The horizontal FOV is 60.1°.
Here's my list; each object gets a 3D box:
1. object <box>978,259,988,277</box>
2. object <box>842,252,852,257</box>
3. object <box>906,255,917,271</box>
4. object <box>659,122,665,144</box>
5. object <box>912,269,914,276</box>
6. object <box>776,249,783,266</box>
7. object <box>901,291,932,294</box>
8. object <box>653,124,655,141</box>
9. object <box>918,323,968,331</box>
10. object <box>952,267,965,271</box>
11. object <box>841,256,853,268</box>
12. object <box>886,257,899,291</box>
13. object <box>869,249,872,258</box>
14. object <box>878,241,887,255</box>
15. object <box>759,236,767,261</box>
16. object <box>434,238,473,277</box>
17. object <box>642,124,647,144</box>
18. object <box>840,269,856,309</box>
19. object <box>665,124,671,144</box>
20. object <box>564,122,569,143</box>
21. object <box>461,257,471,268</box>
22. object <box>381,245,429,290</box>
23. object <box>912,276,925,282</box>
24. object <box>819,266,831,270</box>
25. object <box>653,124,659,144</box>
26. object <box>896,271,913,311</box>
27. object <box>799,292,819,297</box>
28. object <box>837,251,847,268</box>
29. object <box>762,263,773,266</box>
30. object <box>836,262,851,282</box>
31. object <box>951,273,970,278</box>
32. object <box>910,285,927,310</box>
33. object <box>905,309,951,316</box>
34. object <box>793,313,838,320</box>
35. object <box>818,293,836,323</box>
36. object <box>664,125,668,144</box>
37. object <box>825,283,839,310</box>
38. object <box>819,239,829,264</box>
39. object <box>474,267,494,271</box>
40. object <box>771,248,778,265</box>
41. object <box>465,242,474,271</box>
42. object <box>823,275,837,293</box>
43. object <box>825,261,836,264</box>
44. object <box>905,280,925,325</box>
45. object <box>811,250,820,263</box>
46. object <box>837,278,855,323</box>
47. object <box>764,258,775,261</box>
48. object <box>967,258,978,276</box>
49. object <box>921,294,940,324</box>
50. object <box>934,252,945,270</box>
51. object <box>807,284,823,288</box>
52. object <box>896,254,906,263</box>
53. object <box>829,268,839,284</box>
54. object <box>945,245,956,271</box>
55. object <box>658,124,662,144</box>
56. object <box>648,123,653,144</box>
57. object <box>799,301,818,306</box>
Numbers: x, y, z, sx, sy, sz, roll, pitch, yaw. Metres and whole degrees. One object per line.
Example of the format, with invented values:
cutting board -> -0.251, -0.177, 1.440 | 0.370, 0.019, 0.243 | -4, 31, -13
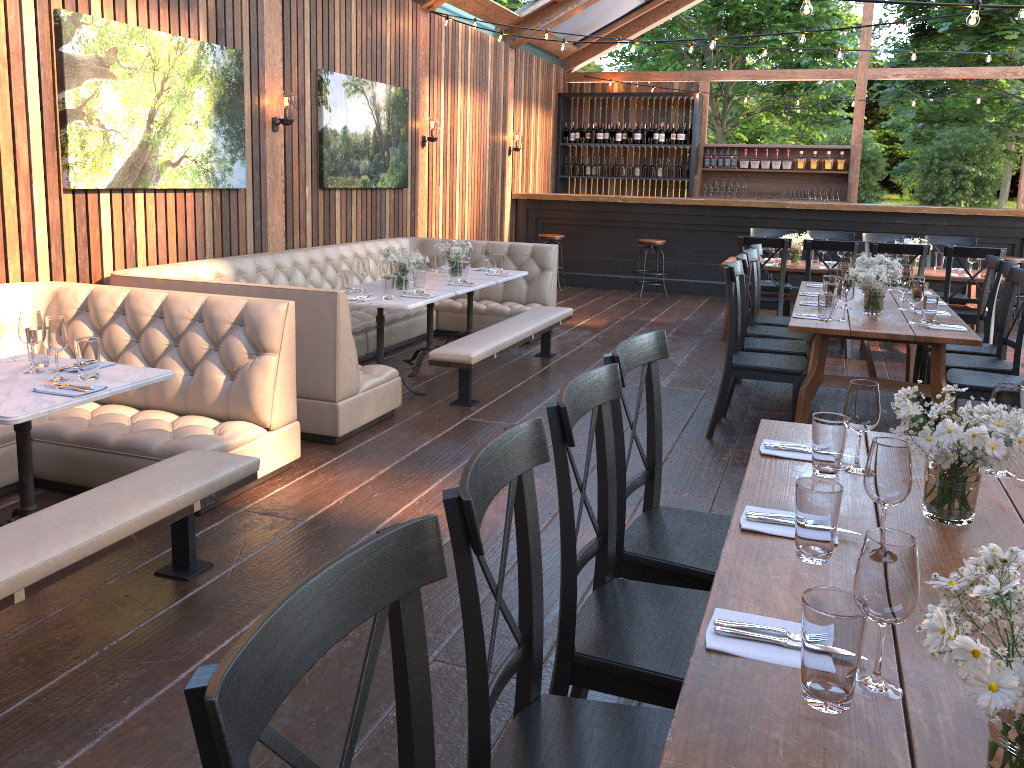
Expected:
object -> 4.162, -1.024, 7.815 | 0.092, 0.156, 0.092 | -8, 14, -43
object -> 3.100, -1.140, 8.185 | 0.092, 0.156, 0.092 | -8, 14, -43
object -> 3.614, -1.086, 8.014 | 0.092, 0.156, 0.092 | -8, 14, -43
object -> 2.308, -3.853, 13.609 | 0.087, 0.331, 0.088 | 2, 10, -1
object -> 2.949, -0.778, 6.611 | 0.092, 0.156, 0.092 | -8, 14, -43
object -> 2.544, -1.198, 8.372 | 0.092, 0.156, 0.092 | -8, 14, -43
object -> 2.933, -0.674, 6.470 | 0.255, 0.019, 0.159 | 6, 14, 19
object -> 2.207, -3.888, 13.791 | 0.136, 0.312, 0.138 | -2, 11, -19
object -> 2.365, -0.319, 4.875 | 0.255, 0.019, 0.159 | 6, 14, 19
object -> 4.254, -1.097, 8.442 | 0.158, 0.019, 0.258 | 6, 14, 19
object -> 2.473, -0.822, 6.557 | 0.092, 0.242, 0.093 | -4, 11, -28
object -> 2.826, -0.818, 6.583 | 0.092, 0.242, 0.093 | -4, 11, -28
object -> 3.517, -1.228, 8.617 | 0.092, 0.156, 0.092 | -8, 14, -43
object -> 3.558, -1.248, 8.518 | 0.092, 0.242, 0.093 | -4, 11, -28
object -> 2.506, -1.360, 8.875 | 0.092, 0.242, 0.093 | -4, 11, -28
object -> -0.476, -1.031, 7.213 | 0.329, 0.306, 0.340 | 0, 12, -6
object -> 2.057, -3.868, 13.712 | 0.075, 0.299, 0.076 | 2, 10, 2
object -> 2.095, -0.592, 5.525 | 0.092, 0.242, 0.093 | -4, 11, -28
object -> 2.403, -3.836, 13.596 | 0.077, 0.306, 0.078 | 1, 10, -2
object -> 0.872, -4.017, 14.165 | 0.081, 0.321, 0.172 | 2, 10, 4
object -> -0.407, -1.088, 7.796 | 0.092, 0.156, 0.093 | 3, 10, 6
object -> -0.775, -0.831, 6.319 | 0.331, 0.306, 0.338 | 12, 15, 40
object -> 2.774, -0.655, 6.065 | 0.092, 0.156, 0.092 | -8, 14, -43
object -> 2.936, -1.080, 8.214 | 0.158, 0.019, 0.258 | 6, 14, 19
object -> 2.224, -3.846, 13.629 | 0.077, 0.303, 0.077 | 9, 12, 35
object -> 2.459, -0.586, 5.550 | 0.092, 0.242, 0.093 | -4, 11, -28
object -> 2.136, -0.626, 6.165 | 0.255, 0.019, 0.159 | 6, 14, 19
object -> 3.083, -1.206, 8.281 | 0.092, 0.242, 0.093 | -4, 11, -28
object -> 2.396, -1.138, 8.400 | 0.158, 0.019, 0.258 | 6, 14, 19
object -> 2.250, -0.700, 6.010 | 0.092, 0.242, 0.093 | -4, 11, -28
object -> 3.988, -0.968, 7.858 | 0.158, 0.019, 0.258 | 6, 14, 19
object -> 2.562, -0.548, 5.589 | 0.092, 0.156, 0.092 | -8, 14, -43
object -> 2.554, -0.443, 5.437 | 0.255, 0.019, 0.159 | 6, 14, 19
object -> 1.758, -0.393, 5.121 | 0.255, 0.019, 0.159 | 6, 14, 19
object -> 1.753, -0.423, 4.946 | 0.092, 0.156, 0.092 | -5, 13, -34
object -> 2.405, -3.856, 13.701 | 0.075, 0.299, 0.076 | 2, 10, 2
object -> 1.982, -0.542, 5.484 | 0.092, 0.156, 0.092 | -8, 14, -43
object -> 3.062, -1.302, 8.690 | 0.092, 0.242, 0.093 | -4, 11, -28
object -> -0.242, -1.014, 7.801 | 0.158, 0.019, 0.258 | 6, 14, 19
object -> 2.529, -1.268, 8.481 | 0.092, 0.242, 0.093 | -4, 11, -28
object -> -0.373, -1.105, 7.686 | 0.092, 0.242, 0.093 | -4, 11, -28
object -> 2.140, -0.651, 5.971 | 0.092, 0.156, 0.092 | -8, 14, -43
object -> 3.187, -1.213, 8.814 | 0.158, 0.019, 0.258 | 6, 14, 19
object -> 2.268, -0.461, 4.982 | 0.092, 0.242, 0.093 | -3, 11, -22
object -> 3.016, -1.285, 8.802 | 0.092, 0.156, 0.092 | -8, 14, -43
object -> 1.877, -0.472, 4.984 | 0.092, 0.242, 0.093 | -3, 11, -22
object -> 2.644, -1.270, 8.996 | 0.158, 0.019, 0.258 | 6, 14, 19
object -> 4.126, -1.096, 7.934 | 0.092, 0.242, 0.093 | -4, 11, -28
object -> 2.377, -0.427, 5.038 | 0.092, 0.156, 0.093 | -3, 11, -24
object -> 4.076, -1.173, 8.446 | 0.092, 0.156, 0.092 | -8, 14, -43
object -> 2.368, -0.745, 6.705 | 0.255, 0.019, 0.159 | 6, 14, 19
object -> 3.572, -1.157, 8.127 | 0.092, 0.242, 0.093 | -4, 11, -28
object -> 2.376, -0.770, 6.511 | 0.092, 0.156, 0.092 | -8, 14, -43
object -> 4.125, -1.186, 8.320 | 0.092, 0.242, 0.093 | -4, 11, -28
object -> 2.301, -3.866, 13.713 | 0.078, 0.309, 0.079 | 4, 10, 14
object -> 2.145, -3.869, 13.680 | 0.081, 0.320, 0.082 | 1, 10, -2
object -> 1.976, -0.515, 5.670 | 0.255, 0.019, 0.159 | 6, 14, 19
